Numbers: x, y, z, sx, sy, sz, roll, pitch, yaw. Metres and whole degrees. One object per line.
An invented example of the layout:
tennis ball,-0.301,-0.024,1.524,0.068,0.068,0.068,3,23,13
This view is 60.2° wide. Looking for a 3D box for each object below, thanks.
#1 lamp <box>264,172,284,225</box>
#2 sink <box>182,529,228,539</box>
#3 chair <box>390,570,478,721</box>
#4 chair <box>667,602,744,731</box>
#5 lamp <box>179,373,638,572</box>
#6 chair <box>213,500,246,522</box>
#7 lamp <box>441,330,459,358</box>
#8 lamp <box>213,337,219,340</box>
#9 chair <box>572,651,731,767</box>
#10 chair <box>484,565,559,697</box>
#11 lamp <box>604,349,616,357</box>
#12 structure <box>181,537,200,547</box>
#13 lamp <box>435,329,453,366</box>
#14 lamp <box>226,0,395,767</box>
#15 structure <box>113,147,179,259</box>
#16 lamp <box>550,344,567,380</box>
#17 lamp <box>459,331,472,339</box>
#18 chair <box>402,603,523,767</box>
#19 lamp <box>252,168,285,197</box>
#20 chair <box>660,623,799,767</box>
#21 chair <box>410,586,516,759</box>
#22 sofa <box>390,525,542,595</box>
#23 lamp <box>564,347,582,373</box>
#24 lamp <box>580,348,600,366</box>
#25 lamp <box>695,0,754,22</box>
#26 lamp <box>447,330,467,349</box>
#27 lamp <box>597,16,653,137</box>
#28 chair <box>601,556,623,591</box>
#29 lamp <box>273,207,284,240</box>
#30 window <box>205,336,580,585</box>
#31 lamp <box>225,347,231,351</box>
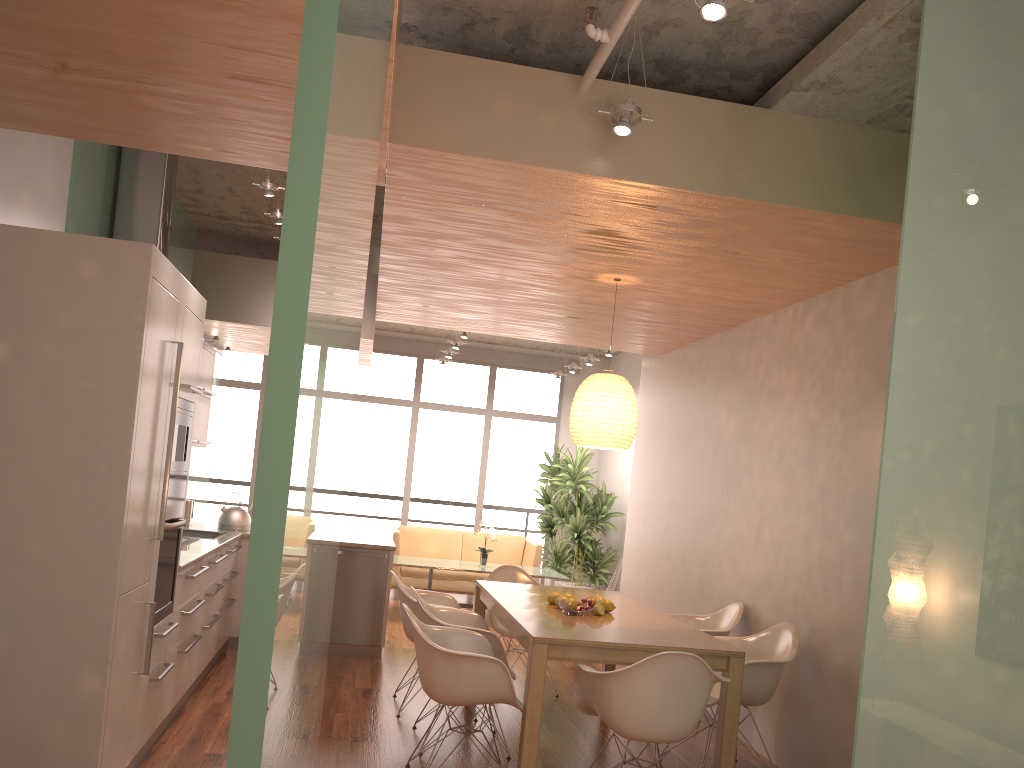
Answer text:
lamp,-1.417,-1.215,5.430,0.153,0.469,0.103,7,-2,-42
sink,-2.416,1.066,6.399,0.616,0.381,0.646,7,-5,-9
chair,-0.508,1.659,5.698,0.643,0.859,0.686,6,-3,-14
chair,1.153,1.836,5.788,0.643,0.859,0.686,6,-3,-9
lamp,-1.042,0.555,6.229,3.218,1.343,3.082,7,-6,-9
chair,-3.651,1.953,11.312,0.543,0.899,0.562,6,-2,-9
lamp,-0.730,-0.553,10.629,0.199,0.482,0.134,7,-2,-42
lamp,-2.838,-0.656,8.543,0.103,0.469,0.153,7,-2,-37
chair,0.605,1.582,4.018,0.684,0.859,0.645,6,-3,-14
chair,0.050,1.810,6.545,0.685,0.859,0.644,7,-3,-24
lamp,1.044,-0.529,9.253,0.199,0.482,0.134,7,-2,-42
structure,-2.316,0.985,5.665,0.489,0.038,0.679,7,-6,-9
lamp,-0.867,-0.476,11.439,0.199,0.482,0.134,7,-2,-42
lamp,0.326,0.327,4.454,0.445,3.384,8.266,6,-6,9
structure,-2.183,-0.983,5.241,0.255,1.130,0.263,6,-1,-9
lamp,0.636,-0.298,11.681,0.199,0.482,0.134,7,-2,-42
lamp,-0.458,-0.707,9.010,0.199,0.482,0.134,7,-2,-42
chair,-0.258,1.523,4.318,0.643,0.846,0.686,6,-3,-14
lamp,-1.322,-1.268,4.868,0.153,0.469,0.103,7,-2,-42
chair,1.235,1.746,4.911,0.643,0.859,0.686,7,-3,-19
chair,-0.301,1.603,5.013,0.643,0.859,0.686,6,-3,-14
sofa,-0.611,2.236,10.837,1.802,0.835,0.882,7,-4,-9
lamp,0.772,-0.375,10.872,0.199,0.482,0.134,7,-2,-42
lamp,0.908,-0.452,10.062,0.199,0.482,0.134,7,-2,-42
lamp,0.621,-1.318,2.600,0.199,0.482,0.134,7,-2,-42
lamp,-0.594,-0.630,9.820,0.199,0.482,0.134,7,-2,-42
lamp,0.468,-1.231,3.511,0.199,0.482,0.134,7,-2,-42
chair,0.829,2.132,8.897,0.560,0.899,0.545,5,-2,11
lamp,-1.511,-1.161,5.991,0.153,0.469,0.103,7,-2,-42
window,-3.398,0.816,11.823,8.564,3.274,0.062,7,-1,-9
lamp,-2.965,-0.584,9.296,0.103,0.469,0.153,7,-2,-37
